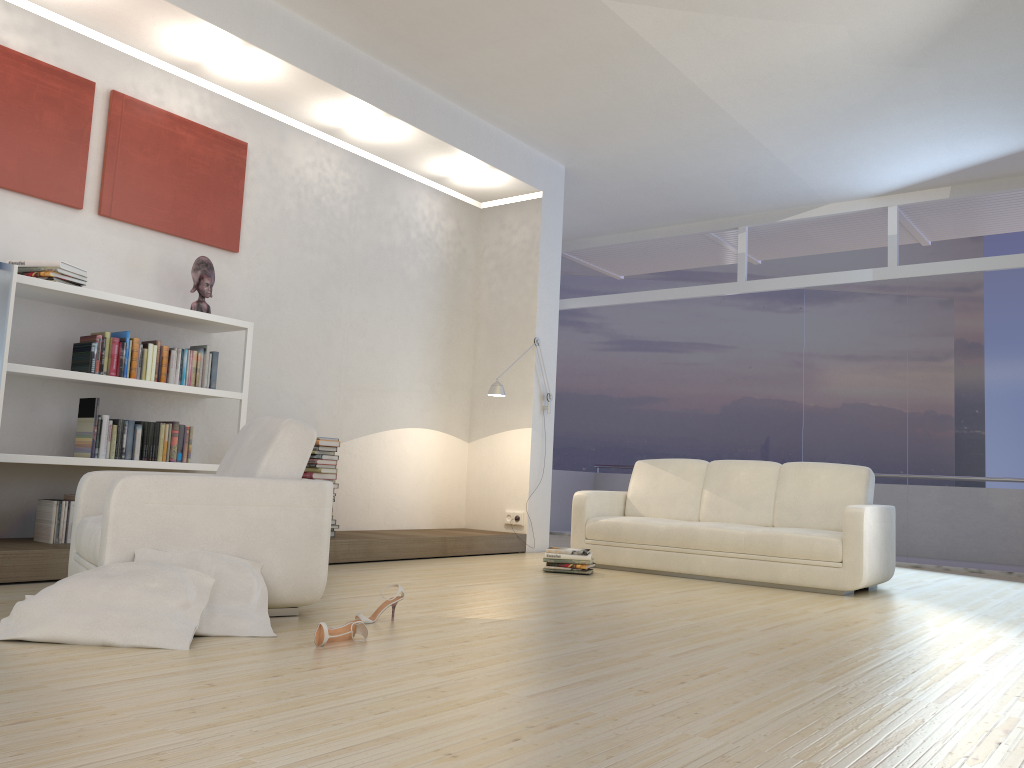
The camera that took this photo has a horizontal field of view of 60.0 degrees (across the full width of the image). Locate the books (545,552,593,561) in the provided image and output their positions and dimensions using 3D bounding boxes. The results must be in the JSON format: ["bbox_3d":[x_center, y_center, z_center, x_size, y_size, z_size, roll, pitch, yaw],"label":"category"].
[{"bbox_3d":[0.400,1.203,6.216,0.319,0.038,0.247,2,-6,8],"label":"books"}]

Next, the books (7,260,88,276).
[{"bbox_3d":[-2.592,-0.643,4.953,0.319,0.038,0.247,2,-6,8],"label":"books"}]

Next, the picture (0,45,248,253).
[{"bbox_3d":[-2.862,-1.499,4.967,0.030,0.794,3.227,-2,-8,37],"label":"picture"}]

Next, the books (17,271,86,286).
[{"bbox_3d":[-2.577,-0.583,4.940,0.287,0.025,0.247,0,-7,21],"label":"books"}]

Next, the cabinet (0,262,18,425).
[{"bbox_3d":[-3.250,0.018,3.854,0.689,1.396,1.670,-2,-8,37],"label":"cabinet"}]

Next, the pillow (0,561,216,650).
[{"bbox_3d":[-1.438,0.780,3.132,0.712,0.287,0.299,3,-6,0],"label":"pillow"}]

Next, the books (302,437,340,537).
[{"bbox_3d":[-1.386,0.731,6.324,0.329,0.694,0.270,-2,-8,37],"label":"books"}]

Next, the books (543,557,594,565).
[{"bbox_3d":[0.399,1.235,6.213,0.328,0.027,0.247,1,-6,12],"label":"books"}]

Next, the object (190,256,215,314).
[{"bbox_3d":[-1.996,-0.627,5.726,0.133,0.409,0.138,3,-6,-6],"label":"object"}]

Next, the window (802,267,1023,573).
[{"bbox_3d":[4.155,0.309,8.117,2.988,2.706,0.012,-2,-8,37],"label":"window"}]

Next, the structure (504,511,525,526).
[{"bbox_3d":[0.017,1.180,7.792,0.206,0.114,0.028,-2,-8,37],"label":"structure"}]

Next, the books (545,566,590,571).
[{"bbox_3d":[0.391,1.283,6.208,0.287,0.018,0.247,2,-6,10],"label":"books"}]

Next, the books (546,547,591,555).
[{"bbox_3d":[0.396,1.171,6.221,0.287,0.025,0.247,2,-6,10],"label":"books"}]

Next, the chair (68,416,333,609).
[{"bbox_3d":[-1.369,0.533,3.922,0.941,0.828,0.919,7,-7,-33],"label":"chair"}]

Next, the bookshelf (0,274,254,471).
[{"bbox_3d":[-2.376,0.208,5.205,0.465,1.396,1.599,-2,-8,37],"label":"bookshelf"}]

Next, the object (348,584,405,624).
[{"bbox_3d":[-0.573,0.929,3.758,0.265,0.149,0.089,8,-8,-40],"label":"object"}]

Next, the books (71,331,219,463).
[{"bbox_3d":[-2.190,0.087,5.313,0.215,0.743,0.831,-2,-8,37],"label":"books"}]

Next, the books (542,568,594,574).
[{"bbox_3d":[0.396,1.301,6.205,0.328,0.018,0.247,1,-6,12],"label":"books"}]

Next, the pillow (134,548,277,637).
[{"bbox_3d":[-1.206,0.777,3.311,0.615,0.315,0.312,6,-7,-26],"label":"pillow"}]

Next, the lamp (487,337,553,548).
[{"bbox_3d":[0.032,0.483,7.604,0.204,1.841,0.891,-1,-7,32],"label":"lamp"}]

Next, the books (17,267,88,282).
[{"bbox_3d":[-2.594,-0.611,4.950,0.328,0.027,0.247,1,-6,12],"label":"books"}]

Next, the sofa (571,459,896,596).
[{"bbox_3d":[1.592,0.978,6.517,2.166,0.862,0.941,-2,-8,37],"label":"sofa"}]

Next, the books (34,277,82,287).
[{"bbox_3d":[-2.602,-0.562,4.945,0.287,0.018,0.247,2,-6,10],"label":"books"}]

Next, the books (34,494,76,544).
[{"bbox_3d":[-2.192,0.784,5.249,0.274,0.281,1.125,-3,-9,44],"label":"books"}]

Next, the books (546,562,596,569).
[{"bbox_3d":[0.415,1.263,6.203,0.287,0.025,0.247,0,-7,21],"label":"books"}]

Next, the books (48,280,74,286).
[{"bbox_3d":[-2.597,-0.544,4.942,0.328,0.018,0.247,1,-6,12],"label":"books"}]

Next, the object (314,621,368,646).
[{"bbox_3d":[-0.657,0.907,3.255,0.121,0.091,0.287,-2,-8,35],"label":"object"}]
